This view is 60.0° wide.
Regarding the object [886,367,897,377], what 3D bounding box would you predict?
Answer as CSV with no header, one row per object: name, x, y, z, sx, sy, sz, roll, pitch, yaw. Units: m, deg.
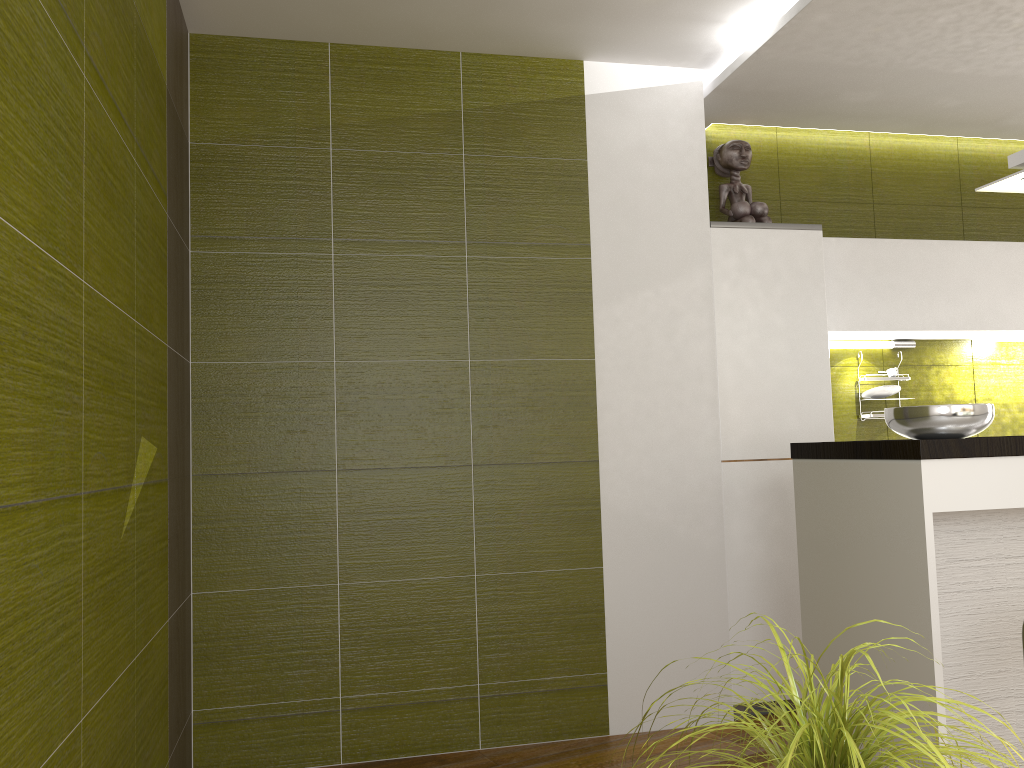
object,1.882,-0.054,4.398,0.046,0.053,0.051,-3,-4,19

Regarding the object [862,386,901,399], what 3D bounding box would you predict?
object,1.803,0.044,4.327,0.181,0.052,0.173,-1,-4,-13

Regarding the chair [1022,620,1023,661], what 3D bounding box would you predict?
chair,1.488,0.815,1.976,0.418,0.857,0.460,0,-4,-18

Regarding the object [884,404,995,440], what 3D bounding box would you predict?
object,1.339,0.123,2.784,0.311,0.105,0.311,-2,-4,0

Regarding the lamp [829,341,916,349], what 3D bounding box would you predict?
lamp,1.674,-0.194,4.391,0.715,0.041,0.041,-1,-4,-13

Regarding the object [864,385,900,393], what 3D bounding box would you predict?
object,1.802,0.038,4.329,0.181,0.052,0.173,-1,-4,-13

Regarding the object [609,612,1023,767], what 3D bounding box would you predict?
object,0.426,0.766,1.169,0.606,0.904,0.585,2,-6,-44

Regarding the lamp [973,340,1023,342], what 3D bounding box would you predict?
lamp,2.537,-0.224,4.604,0.334,0.008,0.008,-1,-4,-13

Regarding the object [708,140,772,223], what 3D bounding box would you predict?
object,1.073,-0.922,4.151,0.195,0.488,0.304,-1,-4,-15

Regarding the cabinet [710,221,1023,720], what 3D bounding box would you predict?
cabinet,2.489,0.346,4.441,3.471,2.089,0.724,-1,-4,-13

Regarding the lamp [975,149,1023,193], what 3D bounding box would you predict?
lamp,2.451,-1.032,3.135,1.677,0.683,0.326,-1,-4,-13

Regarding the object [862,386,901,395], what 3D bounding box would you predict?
object,1.802,0.041,4.328,0.181,0.052,0.173,-1,-4,-13

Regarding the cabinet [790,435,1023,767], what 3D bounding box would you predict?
cabinet,2.475,0.719,2.986,2.947,1.134,0.663,-1,-4,-13

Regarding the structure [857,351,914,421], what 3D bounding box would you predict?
structure,1.843,0.006,4.374,0.266,0.346,0.110,-1,-4,-13
